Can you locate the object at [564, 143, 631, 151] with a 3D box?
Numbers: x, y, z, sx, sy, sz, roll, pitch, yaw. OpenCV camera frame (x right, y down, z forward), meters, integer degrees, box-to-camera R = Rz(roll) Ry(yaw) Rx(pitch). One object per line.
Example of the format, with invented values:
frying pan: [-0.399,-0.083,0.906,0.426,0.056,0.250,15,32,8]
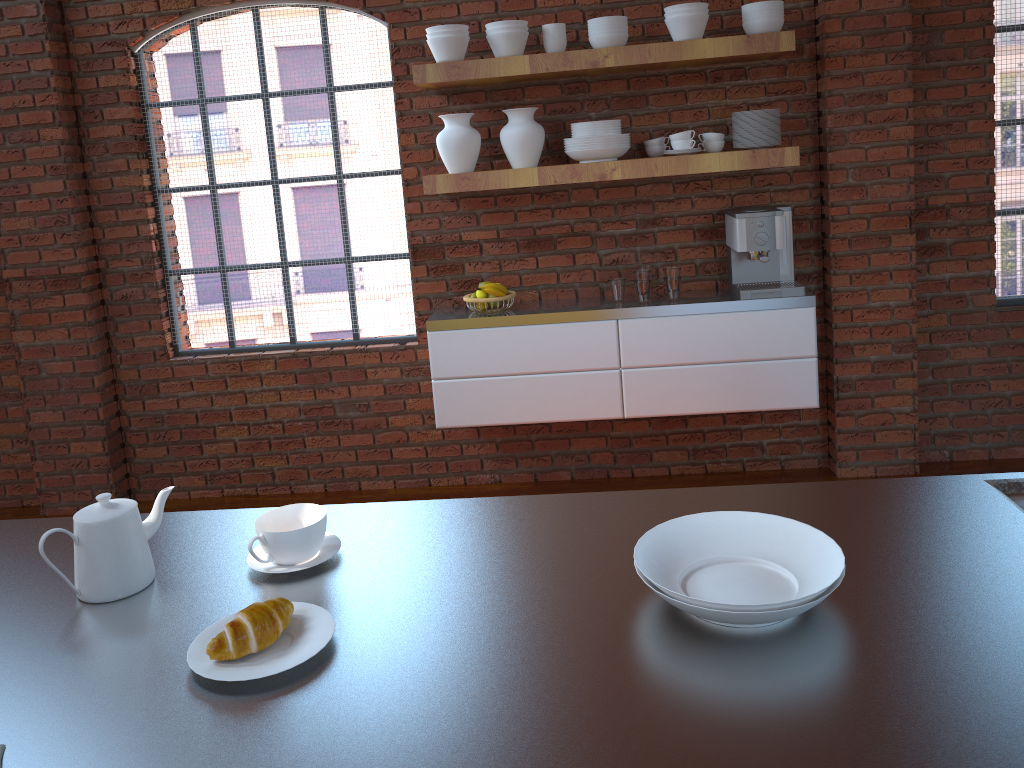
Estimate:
object: [0.364,-0.981,3.732,0.282,0.054,0.287,-8,15,-11]

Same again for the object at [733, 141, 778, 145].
object: [1.024,-1.003,3.677,0.194,0.013,0.199,1,16,21]

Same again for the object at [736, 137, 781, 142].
object: [1.023,-1.016,3.676,0.194,0.013,0.199,1,16,21]

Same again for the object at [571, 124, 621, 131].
object: [0.357,-1.061,3.721,0.214,0.054,0.218,-5,14,-3]

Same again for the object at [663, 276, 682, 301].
object: [0.688,-0.408,3.758,0.078,0.102,0.079,-2,11,17]

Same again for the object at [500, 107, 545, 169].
object: [0.045,-1.048,3.760,0.193,0.245,0.195,-9,11,-22]

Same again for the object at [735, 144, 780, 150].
object: [1.025,-0.989,3.679,0.194,0.013,0.199,1,16,21]

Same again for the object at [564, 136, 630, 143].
object: [0.361,-1.011,3.728,0.282,0.054,0.287,-8,15,-11]

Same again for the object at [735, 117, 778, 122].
object: [1.016,-1.097,3.664,0.194,0.013,0.199,1,16,21]

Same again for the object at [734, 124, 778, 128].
object: [1.019,-1.070,3.668,0.194,0.013,0.199,1,16,21]

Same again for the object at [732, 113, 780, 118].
object: [1.015,-1.111,3.663,0.194,0.013,0.199,1,16,21]

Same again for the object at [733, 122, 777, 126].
object: [1.018,-1.078,3.667,0.194,0.013,0.199,1,16,21]

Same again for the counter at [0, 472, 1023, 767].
counter: [-0.027,0.408,1.159,3.139,0.128,1.048,-3,14,5]

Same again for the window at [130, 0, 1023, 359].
window: [2.372,-1.544,6.132,17.433,9.751,3.694,-6,9,-5]

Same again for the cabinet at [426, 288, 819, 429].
cabinet: [0.471,-0.128,3.875,1.620,0.467,0.344,-3,10,5]

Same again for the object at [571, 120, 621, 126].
object: [0.356,-1.080,3.719,0.214,0.054,0.218,-5,14,-3]

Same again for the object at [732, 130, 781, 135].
object: [1.021,-1.043,3.672,0.194,0.013,0.199,1,16,21]

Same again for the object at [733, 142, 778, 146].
object: [1.025,-0.998,3.678,0.194,0.013,0.199,1,16,21]

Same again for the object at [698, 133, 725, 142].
object: [0.855,-1.042,3.748,0.100,0.057,0.094,2,14,28]

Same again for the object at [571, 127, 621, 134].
object: [0.358,-1.051,3.723,0.214,0.054,0.218,-5,14,-3]

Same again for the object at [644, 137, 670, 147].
object: [0.621,-1.042,3.824,0.092,0.057,0.101,-11,14,-25]

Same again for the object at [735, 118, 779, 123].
object: [1.017,-1.092,3.665,0.194,0.013,0.199,1,16,21]

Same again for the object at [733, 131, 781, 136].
object: [1.021,-1.039,3.672,0.194,0.013,0.199,1,16,21]

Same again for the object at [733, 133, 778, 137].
object: [1.022,-1.034,3.673,0.194,0.013,0.199,1,16,21]

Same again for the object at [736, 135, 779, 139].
object: [1.022,-1.025,3.674,0.194,0.013,0.199,1,16,21]

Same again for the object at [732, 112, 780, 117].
object: [1.015,-1.115,3.662,0.194,0.013,0.199,1,16,21]

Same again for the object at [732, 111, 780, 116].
object: [1.014,-1.119,3.661,0.194,0.013,0.199,1,16,21]

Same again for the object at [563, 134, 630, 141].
object: [0.360,-1.021,3.727,0.282,0.054,0.287,-8,15,-11]

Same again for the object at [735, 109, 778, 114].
object: [1.014,-1.129,3.660,0.194,0.013,0.199,1,16,21]

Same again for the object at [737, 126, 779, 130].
object: [1.019,-1.061,3.669,0.194,0.013,0.199,1,16,21]

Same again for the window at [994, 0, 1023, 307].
window: [2.688,-1.181,3.800,1.267,1.642,0.085,-4,8,5]

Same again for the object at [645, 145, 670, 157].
object: [0.628,-1.012,3.831,0.092,0.046,0.100,-8,14,-15]

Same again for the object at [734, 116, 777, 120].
object: [1.016,-1.102,3.664,0.194,0.013,0.199,1,16,21]

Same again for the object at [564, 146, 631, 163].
object: [0.365,-0.971,3.734,0.282,0.054,0.287,-8,15,-11]

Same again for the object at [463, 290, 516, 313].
object: [-0.095,-0.360,3.886,0.238,0.070,0.238,-15,17,-36]

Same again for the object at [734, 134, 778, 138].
object: [1.022,-1.030,3.674,0.194,0.013,0.199,1,16,21]

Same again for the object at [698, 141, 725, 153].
object: [0.856,-1.009,3.747,0.099,0.046,0.094,6,17,39]

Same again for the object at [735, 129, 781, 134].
object: [1.020,-1.048,3.671,0.194,0.013,0.199,1,16,21]

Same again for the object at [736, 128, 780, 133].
object: [1.020,-1.052,3.671,0.194,0.013,0.199,1,16,21]

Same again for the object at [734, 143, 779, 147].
object: [1.025,-0.993,3.679,0.194,0.013,0.199,1,16,21]

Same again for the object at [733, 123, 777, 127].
object: [1.018,-1.074,3.668,0.194,0.013,0.199,1,16,21]

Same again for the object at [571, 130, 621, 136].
object: [0.359,-1.040,3.724,0.214,0.054,0.218,-5,14,-3]

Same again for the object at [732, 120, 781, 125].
object: [1.017,-1.083,3.666,0.194,0.013,0.199,1,16,21]

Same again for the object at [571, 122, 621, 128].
object: [0.356,-1.070,3.720,0.214,0.054,0.218,-5,14,-3]

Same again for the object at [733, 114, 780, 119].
object: [1.016,-1.106,3.663,0.194,0.013,0.199,1,16,21]

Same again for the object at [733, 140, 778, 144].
object: [1.024,-1.006,3.677,0.194,0.013,0.199,1,16,21]

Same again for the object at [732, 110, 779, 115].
object: [1.014,-1.124,3.661,0.194,0.013,0.199,1,16,21]

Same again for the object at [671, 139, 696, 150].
object: [0.709,-0.992,3.663,0.092,0.046,0.101,-5,13,0]

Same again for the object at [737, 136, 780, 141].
object: [1.023,-1.020,3.675,0.194,0.013,0.199,1,16,21]

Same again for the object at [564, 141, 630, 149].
object: [0.363,-0.992,3.731,0.282,0.054,0.287,-8,15,-11]

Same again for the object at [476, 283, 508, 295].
object: [-0.068,-0.406,3.844,0.066,0.083,0.187,5,16,42]

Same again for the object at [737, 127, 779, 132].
object: [1.020,-1.057,3.670,0.194,0.013,0.199,1,16,21]

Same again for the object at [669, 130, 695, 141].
object: [0.701,-1.022,3.657,0.092,0.057,0.102,-7,13,-11]

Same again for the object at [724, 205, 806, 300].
object: [1.075,-0.570,3.742,0.270,0.363,0.387,-4,11,5]

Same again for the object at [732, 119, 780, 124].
object: [1.017,-1.087,3.666,0.194,0.013,0.199,1,16,21]

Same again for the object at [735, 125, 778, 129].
object: [1.019,-1.065,3.669,0.194,0.013,0.199,1,16,21]

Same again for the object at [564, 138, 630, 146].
object: [0.362,-1.002,3.729,0.282,0.054,0.287,-8,15,-11]

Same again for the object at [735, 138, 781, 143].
object: [1.023,-1.011,3.676,0.194,0.013,0.199,1,16,21]
